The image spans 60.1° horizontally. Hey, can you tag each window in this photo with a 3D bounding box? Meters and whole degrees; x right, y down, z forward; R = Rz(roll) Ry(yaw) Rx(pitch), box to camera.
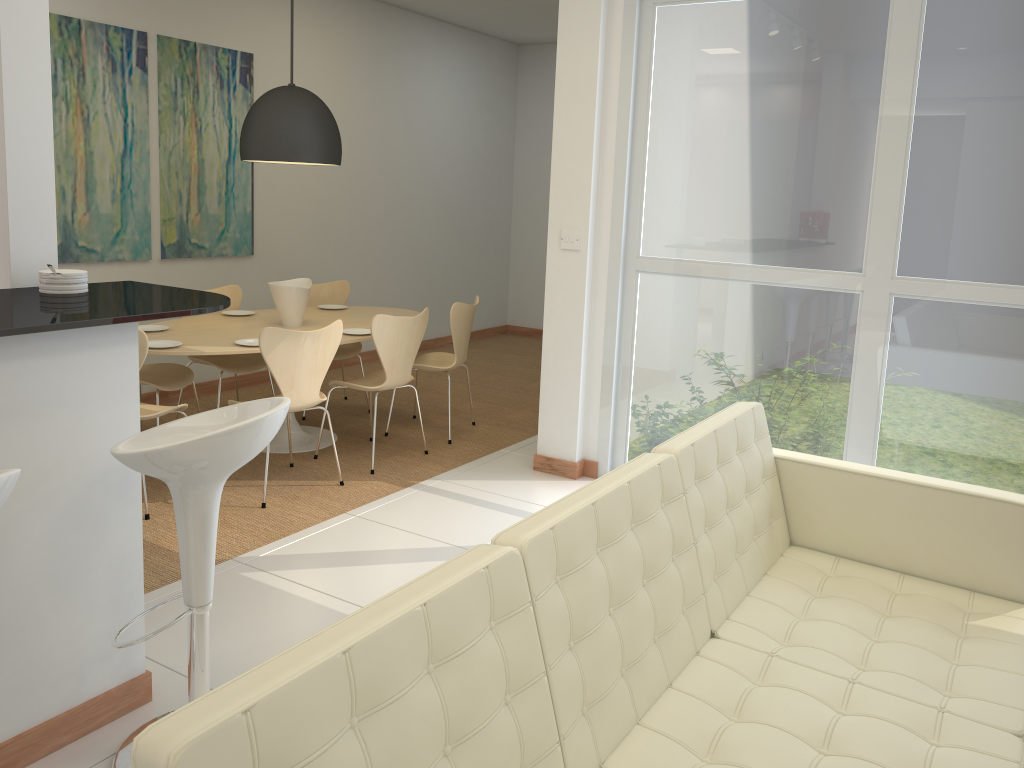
[{"bbox_3d":[2.018,-0.540,3.997,3.446,2.689,0.122,9,11,31],"label":"window"}]

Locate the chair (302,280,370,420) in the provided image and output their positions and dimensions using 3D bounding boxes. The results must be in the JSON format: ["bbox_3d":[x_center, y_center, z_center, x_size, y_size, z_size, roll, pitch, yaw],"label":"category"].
[{"bbox_3d":[-1.333,-0.264,6.310,0.522,0.898,0.520,-4,12,-34],"label":"chair"}]

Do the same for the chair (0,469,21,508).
[{"bbox_3d":[-1.224,0.655,1.768,0.467,1.012,0.459,11,13,42],"label":"chair"}]

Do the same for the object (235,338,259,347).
[{"bbox_3d":[-1.376,-0.219,4.744,0.210,0.015,0.212,-5,14,-31],"label":"object"}]

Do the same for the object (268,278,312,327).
[{"bbox_3d":[-1.360,-0.500,5.437,0.271,0.277,0.263,-2,11,-23],"label":"object"}]

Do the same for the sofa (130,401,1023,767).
[{"bbox_3d":[0.517,0.748,1.883,1.004,0.914,2.581,9,13,31],"label":"sofa"}]

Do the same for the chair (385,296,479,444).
[{"bbox_3d":[-0.493,-0.127,5.840,0.516,0.898,0.525,5,10,15],"label":"chair"}]

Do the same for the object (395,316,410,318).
[{"bbox_3d":[-0.711,-0.425,5.839,0.210,0.015,0.212,2,12,-3],"label":"object"}]

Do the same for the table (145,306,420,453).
[{"bbox_3d":[-1.400,-0.008,5.513,1.285,0.722,2.276,10,14,32],"label":"table"}]

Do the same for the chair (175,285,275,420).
[{"bbox_3d":[-1.852,-0.159,5.714,0.518,0.898,0.524,9,12,35],"label":"chair"}]

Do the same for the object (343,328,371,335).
[{"bbox_3d":[-0.915,-0.306,5.241,0.210,0.015,0.212,0,12,-12],"label":"object"}]

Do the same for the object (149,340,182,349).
[{"bbox_3d":[-1.815,-0.202,4.572,0.211,0.015,0.212,-6,15,-35],"label":"object"}]

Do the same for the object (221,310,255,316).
[{"bbox_3d":[-1.787,-0.460,5.781,0.211,0.015,0.212,-8,16,-40],"label":"object"}]

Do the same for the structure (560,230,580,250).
[{"bbox_3d":[0.318,-0.791,4.857,0.114,0.103,0.013,9,11,31],"label":"structure"}]

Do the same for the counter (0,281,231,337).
[{"bbox_3d":[-1.854,-0.076,1.756,0.738,0.019,2.983,10,14,31],"label":"counter"}]

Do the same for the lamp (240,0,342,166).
[{"bbox_3d":[-1.292,-2.055,5.199,0.596,1.480,0.597,9,11,33],"label":"lamp"}]

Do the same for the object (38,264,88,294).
[{"bbox_3d":[-1.433,-0.341,2.798,0.140,0.096,0.174,7,12,24],"label":"object"}]

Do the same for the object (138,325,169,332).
[{"bbox_3d":[-2.068,-0.314,5.045,0.211,0.015,0.212,-6,15,-35],"label":"object"}]

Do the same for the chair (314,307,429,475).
[{"bbox_3d":[-0.794,-0.003,5.203,0.517,0.898,0.524,8,11,31],"label":"chair"}]

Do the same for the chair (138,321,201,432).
[{"bbox_3d":[-2.125,-0.041,5.110,0.516,0.898,0.526,4,10,11],"label":"chair"}]

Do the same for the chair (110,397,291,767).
[{"bbox_3d":[-0.838,0.540,2.386,0.465,1.012,0.460,6,10,17],"label":"chair"}]

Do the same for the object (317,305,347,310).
[{"bbox_3d":[-1.270,-0.541,6.264,0.210,0.015,0.212,5,12,9],"label":"object"}]

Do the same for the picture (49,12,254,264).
[{"bbox_3d":[-2.431,-1.596,5.999,0.020,1.493,1.749,8,12,31],"label":"picture"}]

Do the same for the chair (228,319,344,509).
[{"bbox_3d":[-1.198,0.106,4.615,0.518,0.898,0.523,10,12,38],"label":"chair"}]

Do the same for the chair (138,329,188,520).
[{"bbox_3d":[-1.882,0.134,4.343,0.522,0.898,0.520,5,10,15],"label":"chair"}]
